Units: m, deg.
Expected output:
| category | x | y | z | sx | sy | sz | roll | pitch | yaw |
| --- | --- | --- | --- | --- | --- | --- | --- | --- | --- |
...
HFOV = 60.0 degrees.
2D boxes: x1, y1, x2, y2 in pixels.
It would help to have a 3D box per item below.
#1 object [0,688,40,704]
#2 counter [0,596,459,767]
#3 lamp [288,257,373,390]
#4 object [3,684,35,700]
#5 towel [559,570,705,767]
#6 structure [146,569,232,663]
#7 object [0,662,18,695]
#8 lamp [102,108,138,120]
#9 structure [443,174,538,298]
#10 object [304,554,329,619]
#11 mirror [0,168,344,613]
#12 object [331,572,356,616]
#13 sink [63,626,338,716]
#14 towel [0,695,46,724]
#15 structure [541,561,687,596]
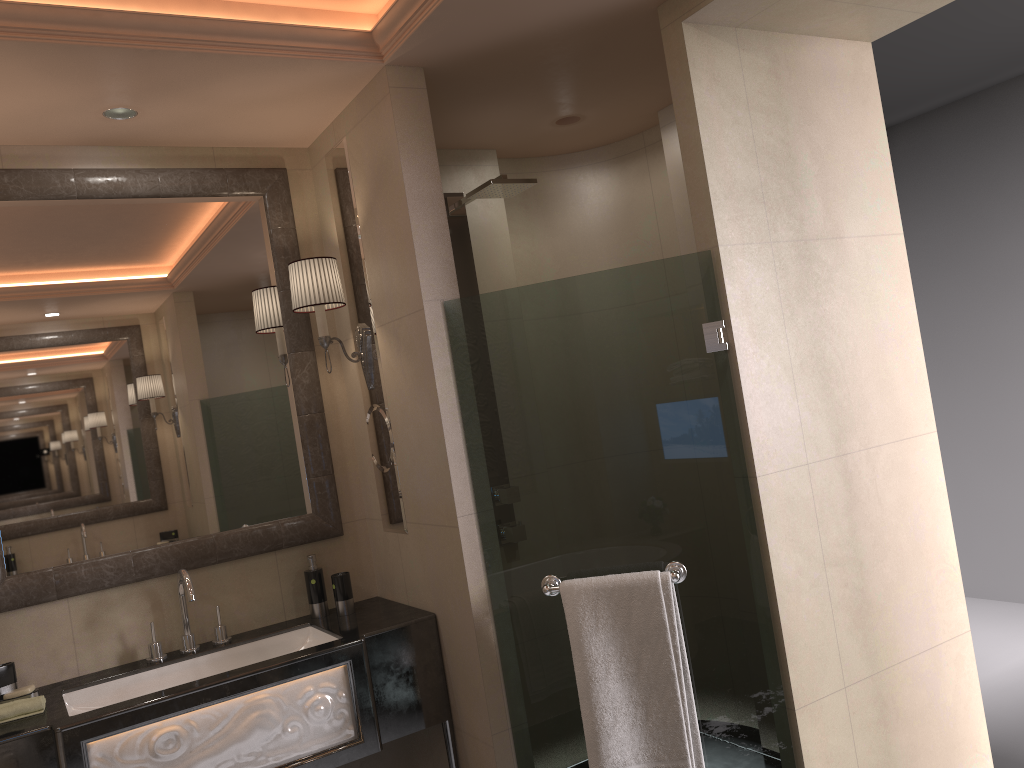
| category | x | y | z | sx | sy | sz | roll | pitch | yaw |
| --- | --- | --- | --- | --- | --- | --- | --- | --- | --- |
| object | -1.375 | 0.874 | 2.444 | 0.133 | 0.035 | 0.080 | -9 | -1 | -13 |
| counter | -0.844 | 1.245 | 2.611 | 1.330 | 0.858 | 0.543 | -8 | -1 | -31 |
| lamp | -0.601 | -0.186 | 2.929 | 0.223 | 0.444 | 0.174 | -8 | -1 | -31 |
| object | -1.359 | 0.851 | 2.447 | 0.077 | 0.022 | 0.051 | -9 | -1 | -11 |
| towel | 0.334 | 0.834 | 2.453 | 0.313 | 0.629 | 0.154 | -9 | -1 | 3 |
| structure | -1.036 | 0.708 | 2.760 | 0.223 | 0.268 | 0.242 | -9 | -1 | 4 |
| object | -1.460 | 0.854 | 2.501 | 0.038 | 0.104 | 0.124 | -10 | -1 | 34 |
| lamp | -1.167 | -0.835 | 2.631 | 0.097 | 0.069 | 0.097 | -9 | -1 | -14 |
| structure | -0.065 | -0.072 | 3.257 | 0.311 | 1.409 | 0.506 | -8 | -1 | -41 |
| object | -0.666 | 0.683 | 3.005 | 0.063 | 0.208 | 0.063 | -10 | -1 | 40 |
| mirror | -1.178 | -0.045 | 2.853 | 1.130 | 1.320 | 0.040 | -8 | -1 | -31 |
| object | -0.567 | 0.704 | 2.980 | 0.063 | 0.134 | 0.063 | -9 | -1 | 2 |
| sink | -0.887 | 0.897 | 2.596 | 0.760 | 0.135 | 0.349 | -8 | -1 | -31 |
| towel | -1.324 | 0.863 | 2.354 | 0.149 | 0.039 | 0.096 | -9 | -1 | -24 |
| structure | 0.274 | 0.548 | 2.458 | 0.415 | 0.061 | 0.074 | -9 | -1 | 14 |
